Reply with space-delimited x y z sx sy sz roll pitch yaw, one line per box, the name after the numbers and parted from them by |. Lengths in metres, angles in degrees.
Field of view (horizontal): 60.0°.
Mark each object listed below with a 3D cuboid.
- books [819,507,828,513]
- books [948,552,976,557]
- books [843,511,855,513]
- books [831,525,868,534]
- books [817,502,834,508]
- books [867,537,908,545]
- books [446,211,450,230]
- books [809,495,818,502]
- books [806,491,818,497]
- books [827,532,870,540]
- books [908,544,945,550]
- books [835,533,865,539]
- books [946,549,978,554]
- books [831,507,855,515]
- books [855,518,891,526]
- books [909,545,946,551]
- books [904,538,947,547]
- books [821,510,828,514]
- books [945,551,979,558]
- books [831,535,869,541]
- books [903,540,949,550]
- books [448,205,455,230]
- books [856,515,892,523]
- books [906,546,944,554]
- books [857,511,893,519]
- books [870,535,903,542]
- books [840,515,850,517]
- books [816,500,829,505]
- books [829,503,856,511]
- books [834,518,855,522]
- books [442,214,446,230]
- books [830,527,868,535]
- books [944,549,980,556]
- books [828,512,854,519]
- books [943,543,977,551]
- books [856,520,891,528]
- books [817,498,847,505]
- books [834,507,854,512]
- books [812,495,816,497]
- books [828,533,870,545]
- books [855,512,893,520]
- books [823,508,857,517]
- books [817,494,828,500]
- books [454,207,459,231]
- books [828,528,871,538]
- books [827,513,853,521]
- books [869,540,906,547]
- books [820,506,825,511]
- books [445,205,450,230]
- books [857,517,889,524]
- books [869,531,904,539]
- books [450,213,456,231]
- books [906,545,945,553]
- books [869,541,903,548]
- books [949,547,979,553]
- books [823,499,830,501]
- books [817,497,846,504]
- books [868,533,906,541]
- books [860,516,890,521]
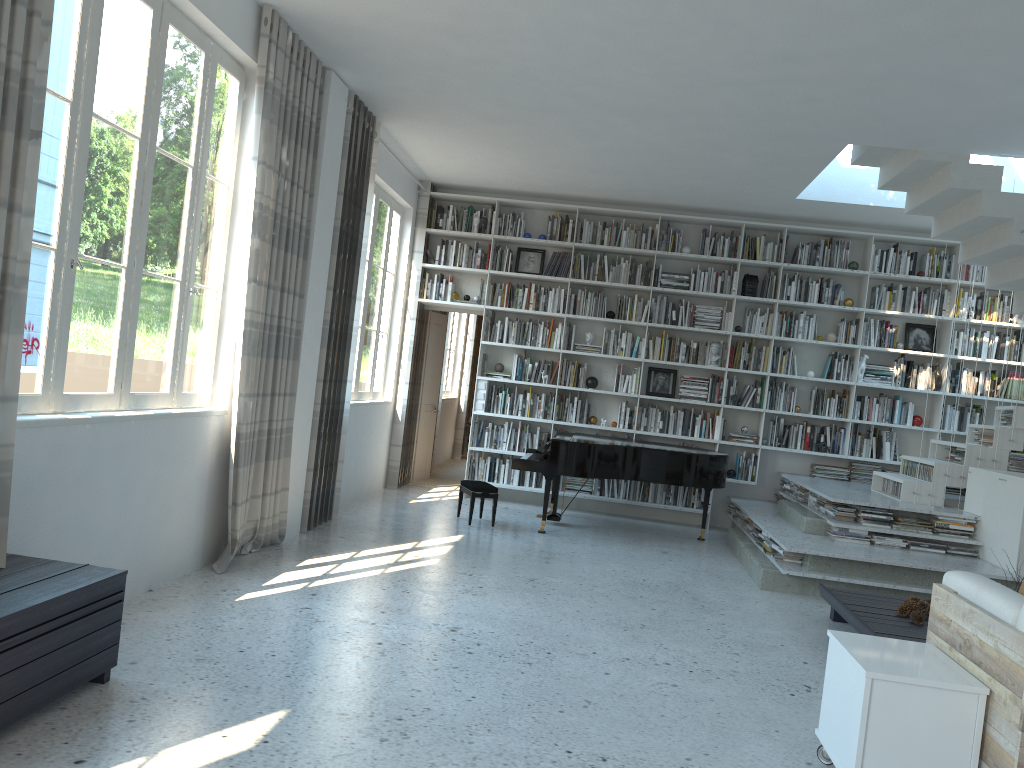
2.658 1.059 7.379 0.154 0.007 0.292 7 0 9 | books
3.433 1.299 6.802 0.179 0.010 0.160 7 0 6 | books
2.673 1.009 7.099 0.091 0.011 0.190 7 0 4 | books
2.617 1.125 6.882 0.234 0.025 0.157 7 0 1 | books
2.659 1.014 7.379 0.177 0.026 0.230 7 0 6 | books
2.893 1.206 6.857 0.272 0.012 0.158 7 0 4 | books
-0.668 -1.712 9.421 0.024 0.227 0.157 7 1 6 | books
2.692 1.001 7.682 0.174 0.029 0.250 7 0 4 | books
2.683 0.962 7.683 0.192 0.014 0.256 7 0 2 | books
2.611 1.180 6.887 0.285 0.008 0.159 7 0 4 | books
3.174 1.242 6.839 0.273 0.009 0.129 7 0 9 | books
2.612 1.166 6.880 0.210 0.012 0.168 7 0 10 | books
3.437 1.273 6.807 0.225 0.007 0.133 7 0 10 | books
2.650 1.018 7.101 0.137 0.012 0.242 7 0 7 | books
2.840 1.086 6.988 0.227 0.013 0.148 7 0 4 | books
3.172 1.249 6.821 0.254 0.005 0.161 7 0 2 | books
3.168 1.215 6.822 0.275 0.009 0.176 7 0 6 | books
2.660 1.073 7.379 0.142 0.020 0.230 7 0 11 | books
3.432 1.306 6.798 0.261 0.006 0.151 7 0 2 | books
2.611 1.187 6.887 0.264 0.006 0.164 7 0 7 | books
3.173 1.229 6.812 0.287 0.018 0.190 7 0 5 | books
-0.640 -1.737 9.408 0.028 0.283 0.189 7 1 6 | books
2.841 1.062 6.969 0.215 0.013 0.189 7 0 5 | books
3.170 1.274 6.837 0.249 0.009 0.144 7 0 5 | books
2.844 1.027 6.960 0.230 0.015 0.190 7 0 11 | books
2.896 1.191 6.868 0.210 0.018 0.134 7 0 9 | books
2.643 1.040 7.102 0.134 0.006 0.227 7 0 10 | books
2.657 0.996 7.379 0.187 0.009 0.250 7 0 6 | books
2.646 0.985 7.101 0.149 0.014 0.228 7 0 4 | books
2.642 1.076 7.102 0.144 0.009 0.249 7 0 6 | books
-0.706 -1.701 9.433 0.031 0.195 0.145 7 1 6 | books
2.617 1.142 6.896 0.257 0.010 0.132 7 0 10 | books
3.435 1.285 6.804 0.234 0.017 0.151 7 0 7 | books
2.635 1.049 7.103 0.152 0.015 0.208 7 0 3 | books
3.440 1.252 6.812 0.215 0.007 0.130 7 0 8 | books
2.837 1.100 6.973 0.216 0.015 0.177 7 0 4 | books
2.661 0.980 7.378 0.168 0.013 0.281 7 0 3 | books
2.648 0.997 7.101 0.132 0.009 0.269 7 0 10 | books
2.704 0.980 7.681 0.145 0.017 0.208 7 0 1 | books
2.607 1.201 6.867 0.262 0.023 0.200 7 0 4 | books
2.845 1.039 6.982 0.260 0.009 0.153 7 0 9 | books
2.624 1.028 7.104 0.184 0.014 0.297 7 0 5 | books
2.651 0.946 7.379 0.189 0.022 0.237 7 0 11 | books
-0.581 -1.720 9.386 0.057 0.263 0.190 7 1 6 | books
2.614 1.153 6.884 0.292 0.012 0.159 7 0 9 | books
2.628 1.063 7.104 0.161 0.014 0.212 7 0 10 | books
2.890 1.222 6.847 0.232 0.019 0.169 7 0 1 | books
2.665 1.042 7.378 0.155 0.028 0.189 7 0 7 | books
-0.682 -1.741 9.414 0.010 0.281 0.160 7 1 6 | books
2.842 1.074 6.993 0.207 0.012 0.131 7 0 2 | books
2.897 1.171 6.864 0.220 0.013 0.149 7 0 5 | books
-0.617 -1.696 9.396 0.030 0.206 0.175 7 1 6 | books
3.170 1.261 6.816 0.250 0.018 0.177 7 0 9 | books
2.889 1.239 6.861 0.208 0.015 0.152 7 0 4 | books
3.438 1.263 6.813 0.229 0.014 0.133 7 0 5 | books
2.664 0.962 7.378 0.170 0.008 0.208 7 0 9 | books
2.663 0.970 7.378 0.171 0.007 0.260 7 0 4 | books
2.896 1.180 6.862 0.242 0.005 0.152 7 0 7 | books
2.844 1.050 6.979 0.210 0.012 0.168 7 0 7 | books
